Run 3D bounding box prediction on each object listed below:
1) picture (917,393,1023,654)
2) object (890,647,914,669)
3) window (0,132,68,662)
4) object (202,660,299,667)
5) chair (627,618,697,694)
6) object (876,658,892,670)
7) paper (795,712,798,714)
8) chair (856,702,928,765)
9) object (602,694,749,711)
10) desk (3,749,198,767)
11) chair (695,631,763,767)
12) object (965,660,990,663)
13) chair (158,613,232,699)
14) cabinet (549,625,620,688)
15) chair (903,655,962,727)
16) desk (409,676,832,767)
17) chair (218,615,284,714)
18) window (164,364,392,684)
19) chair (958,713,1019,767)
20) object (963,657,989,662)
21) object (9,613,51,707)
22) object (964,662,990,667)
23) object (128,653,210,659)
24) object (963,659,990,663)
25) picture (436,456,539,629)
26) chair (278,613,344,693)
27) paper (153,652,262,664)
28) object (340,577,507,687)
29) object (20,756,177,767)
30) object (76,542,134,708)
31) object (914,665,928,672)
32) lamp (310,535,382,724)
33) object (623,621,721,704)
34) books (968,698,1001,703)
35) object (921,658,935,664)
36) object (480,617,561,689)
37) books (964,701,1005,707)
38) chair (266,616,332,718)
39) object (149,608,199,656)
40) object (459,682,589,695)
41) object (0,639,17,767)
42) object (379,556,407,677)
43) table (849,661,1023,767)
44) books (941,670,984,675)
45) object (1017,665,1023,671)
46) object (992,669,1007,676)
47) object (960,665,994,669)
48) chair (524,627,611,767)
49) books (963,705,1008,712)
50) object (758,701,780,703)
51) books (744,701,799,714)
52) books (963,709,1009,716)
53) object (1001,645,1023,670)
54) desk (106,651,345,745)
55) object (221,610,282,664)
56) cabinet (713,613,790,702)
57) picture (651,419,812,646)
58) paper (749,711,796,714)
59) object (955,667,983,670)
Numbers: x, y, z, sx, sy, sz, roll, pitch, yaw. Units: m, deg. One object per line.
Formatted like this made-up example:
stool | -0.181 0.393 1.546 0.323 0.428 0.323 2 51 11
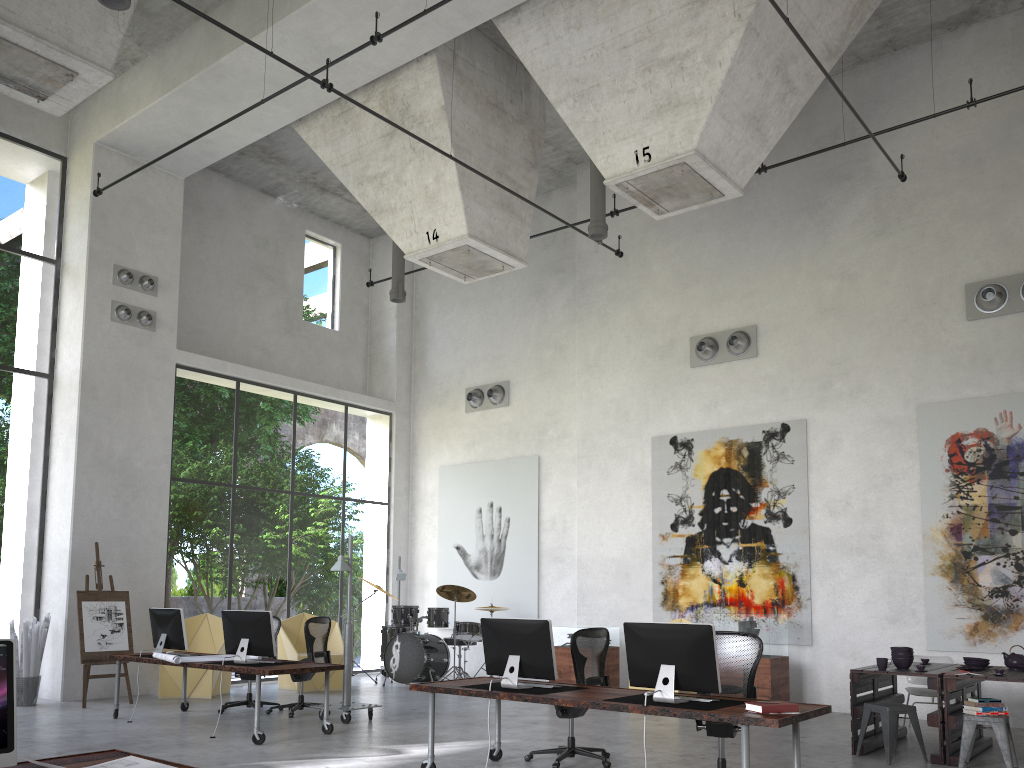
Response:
picture | 5.910 1.589 10.104 2.233 2.972 0.021 -6 -9 38
object | 3.751 2.627 8.439 0.194 0.210 0.216 -7 -12 39
window | -8.444 -0.055 10.235 0.067 7.722 6.036 -4 -10 38
object | -2.750 2.966 9.322 0.852 0.008 0.699 -7 -16 29
chair | 2.119 3.771 11.921 0.986 1.150 0.946 -6 -11 36
object | 3.480 2.621 8.220 0.130 0.108 0.102 -6 -11 30
paper | 1.702 2.134 5.736 0.290 0.001 0.215 -2 -14 10
chair | 3.439 3.161 7.979 0.420 0.481 0.445 3 -10 -16
object | 1.169 2.253 6.229 0.856 0.008 0.697 -11 -17 39
desk | -2.473 1.704 2.589 0.981 0.711 3.173 -8 -16 37
chair | 1.656 2.522 6.813 0.770 1.166 0.807 -1 -8 7
object | 4.490 2.699 8.484 0.229 0.062 0.233 -8 -16 33
chair | -4.522 3.878 12.585 0.979 1.150 0.952 1 -9 -3
cabinet | 1.051 4.030 12.753 0.740 0.997 0.752 -6 -11 38
chair | 4.637 3.419 9.665 0.696 0.806 0.786 -3 -10 23
desk | 0.666 2.691 6.583 3.154 0.712 0.987 -10 -15 38
chair | -3.230 3.485 10.981 0.771 1.166 0.806 2 -9 -12
window | -3.742 2.523 14.851 0.020 4.812 4.621 -4 -10 38
chair | 3.968 3.010 7.332 0.422 0.481 0.443 -6 -11 33
object | 4.485 2.676 8.491 0.230 0.057 0.232 -10 -16 37
object | -6.243 3.561 11.340 0.441 1.190 0.418 -2 -7 16
object | 4.489 2.714 8.483 0.229 0.046 0.234 1 -13 -2
object | -3.968 3.187 10.282 0.856 0.008 0.697 -11 -17 39
object | 4.491 2.687 8.489 0.230 0.062 0.232 -8 -16 33
picture | -0.470 2.882 15.693 2.353 2.971 0.021 -7 -9 38
chair | -3.076 4.115 13.524 0.985 1.150 0.947 6 -11 -31
paper | -3.433 3.050 9.889 1.086 0.103 0.987 12 -18 -40
object | -1.369 4.046 14.405 2.978 1.715 1.915 -4 -11 23
object | -1.645 1.526 3.518 0.439 0.084 0.476 -11 -18 40
object | -5.425 3.147 11.599 0.688 2.110 0.701 -5 -9 39
object | 3.775 2.624 8.109 0.117 0.055 0.140 -5 -14 23
lamp | -1.919 2.846 10.299 0.582 2.119 0.602 -5 -8 38
object | 1.168 1.975 6.257 0.720 0.544 0.381 -9 -12 40
books | 3.974 2.661 7.387 0.204 0.024 0.147 2 -13 -5
object | 4.241 2.842 9.000 0.139 0.055 0.118 9 -15 -35
object | 0.095 2.170 7.104 0.720 0.544 0.381 -9 -12 40
books | 3.969 2.689 7.385 0.254 0.032 0.178 1 -13 0
chair | -2.578 3.437 10.760 0.792 1.166 0.785 0 -8 2
object | -3.969 2.909 10.310 0.720 0.544 0.381 -9 -12 40
object | 0.095 2.448 7.076 0.856 0.008 0.697 -11 -17 39
object | -2.075 1.174 3.038 0.380 0.543 0.724 -6 -13 39
object | -2.047 4.173 15.799 0.580 2.119 0.605 2 -7 -16
table | 4.267 3.107 8.334 1.613 0.782 1.527 -9 -15 37
books | 4.041 2.580 7.860 0.304 0.029 0.228 -1 -13 6
object | 4.853 2.658 8.208 0.229 0.046 0.234 -3 -14 16
object | 4.288 2.540 7.744 0.138 0.055 0.119 -3 -13 14
object | 4.490 2.735 8.483 0.296 0.023 0.302 -3 -14 15
chair | 0.514 2.739 7.753 0.794 1.166 0.783 -3 -9 22
books | 3.974 2.721 7.380 0.285 0.033 0.201 5 -14 -20
object | 1.672 2.069 5.707 0.149 0.011 0.011 -1 -10 7
books | 1.683 2.099 5.708 0.286 0.051 0.206 5 -14 -19
books | 3.974 2.754 7.376 0.284 0.034 0.202 2 -13 -5
object | 4.867 2.639 8.484 0.219 0.229 0.215 -7 -12 36
desk | -3.254 3.411 9.707 3.154 0.712 0.987 -10 -15 38
object | -2.751 2.687 9.349 0.718 0.544 0.383 -6 -10 30
cabinet | 3.008 3.514 11.041 0.748 1.235 0.601 -6 -10 38
picture | 3.020 2.114 12.384 2.371 2.971 0.021 -7 -9 38
paper | 1.702 2.133 5.736 0.291 0.001 0.214 -5 -14 20
object | 4.307 2.684 8.278 0.236 0.019 0.238 -8 -16 33
